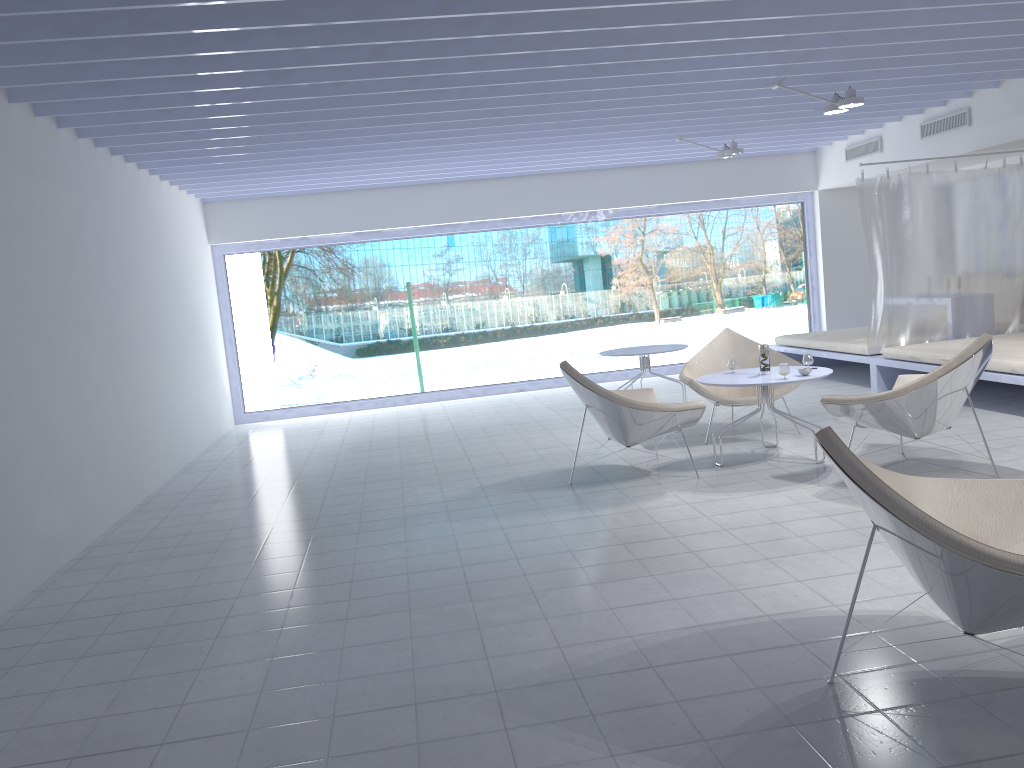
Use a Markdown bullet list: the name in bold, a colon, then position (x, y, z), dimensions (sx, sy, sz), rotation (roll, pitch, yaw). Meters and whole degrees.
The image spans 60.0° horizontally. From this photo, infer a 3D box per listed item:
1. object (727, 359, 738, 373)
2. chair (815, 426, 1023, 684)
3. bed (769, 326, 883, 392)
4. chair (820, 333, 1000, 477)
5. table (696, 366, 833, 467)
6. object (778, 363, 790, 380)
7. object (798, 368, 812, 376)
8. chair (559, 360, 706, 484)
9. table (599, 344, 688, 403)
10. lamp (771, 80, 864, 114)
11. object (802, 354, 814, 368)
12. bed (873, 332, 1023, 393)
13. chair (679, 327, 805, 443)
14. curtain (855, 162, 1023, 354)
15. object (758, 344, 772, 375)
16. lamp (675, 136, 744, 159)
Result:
- **object**: position (1.440, -0.118, 5.788), dimensions (0.068, 0.091, 0.068), rotation (-4, 7, 15)
- **chair**: position (1.254, 0.468, 2.487), dimensions (0.753, 0.759, 0.906), rotation (-5, 6, 10)
- **bed**: position (4.016, -0.357, 8.991), dimensions (2.022, 0.422, 2.200), rotation (-6, 6, -7)
- **chair**: position (2.278, 0.101, 4.883), dimensions (0.906, 0.759, 0.753), rotation (-10, 8, -37)
- **table**: position (1.597, 0.206, 5.576), dimensions (0.825, 0.534, 0.823), rotation (-7, 7, -16)
- **object**: position (1.610, -0.075, 5.245), dimensions (0.068, 0.091, 0.068), rotation (-3, 7, 21)
- **object**: position (1.755, -0.072, 5.308), dimensions (0.082, 0.043, 0.082), rotation (-11, 8, -39)
- **chair**: position (0.679, 0.192, 5.495), dimensions (0.753, 0.759, 0.906), rotation (-7, 6, -12)
- **table**: position (1.246, -0.057, 8.265), dimensions (0.825, 0.534, 0.823), rotation (0, 8, 39)
- **lamp**: position (2.109, -2.015, 6.182), dimensions (0.587, 0.218, 0.380), rotation (-6, 6, -7)
- **object**: position (1.879, -0.145, 5.632), dimensions (0.068, 0.091, 0.068), rotation (-7, 7, -15)
- **bed**: position (4.299, -0.145, 6.810), dimensions (2.016, 0.427, 2.200), rotation (-6, 6, -7)
- **chair**: position (1.681, -0.026, 6.565), dimensions (0.906, 0.759, 0.753), rotation (-5, 6, 3)
- **curtain**: position (4.012, -1.129, 7.800), dimensions (2.050, 1.552, 0.151), rotation (-6, 6, -7)
- **object**: position (1.584, -0.157, 5.563), dimensions (0.075, 0.189, 0.075), rotation (-7, 7, -15)
- **lamp**: position (1.823, -2.217, 8.263), dimensions (0.587, 0.218, 0.380), rotation (-6, 6, -7)
